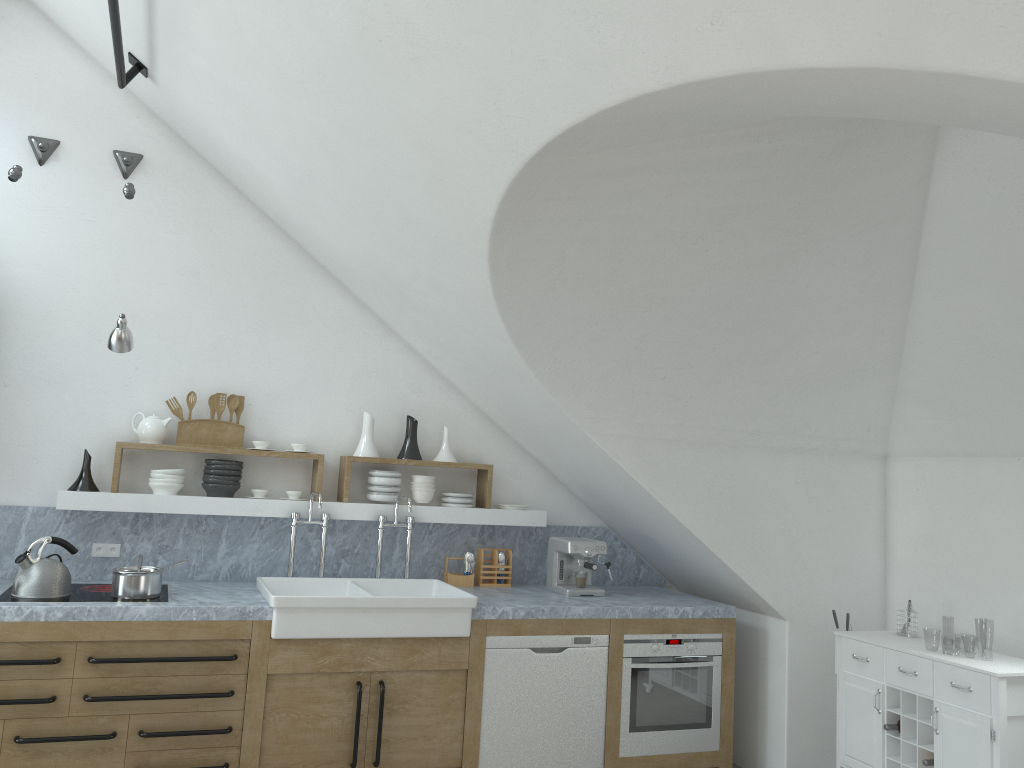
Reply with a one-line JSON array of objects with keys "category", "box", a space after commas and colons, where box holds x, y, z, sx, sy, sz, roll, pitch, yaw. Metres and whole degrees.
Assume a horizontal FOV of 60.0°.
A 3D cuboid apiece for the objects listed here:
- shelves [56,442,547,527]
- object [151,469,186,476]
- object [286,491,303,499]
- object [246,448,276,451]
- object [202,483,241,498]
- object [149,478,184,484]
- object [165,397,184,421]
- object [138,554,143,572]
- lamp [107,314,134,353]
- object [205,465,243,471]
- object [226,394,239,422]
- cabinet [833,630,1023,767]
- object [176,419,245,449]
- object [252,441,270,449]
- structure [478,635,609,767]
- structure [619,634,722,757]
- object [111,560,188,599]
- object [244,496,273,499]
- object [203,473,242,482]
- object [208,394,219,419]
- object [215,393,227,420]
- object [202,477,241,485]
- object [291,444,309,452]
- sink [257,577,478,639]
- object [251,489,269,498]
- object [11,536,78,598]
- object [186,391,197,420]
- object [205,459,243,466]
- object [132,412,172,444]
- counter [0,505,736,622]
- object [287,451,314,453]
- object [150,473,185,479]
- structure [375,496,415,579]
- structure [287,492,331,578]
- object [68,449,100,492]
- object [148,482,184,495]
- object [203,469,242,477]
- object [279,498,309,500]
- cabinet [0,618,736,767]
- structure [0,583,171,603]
[{"category": "shelves", "box": [-2.309, -0.044, 4.559, 5.542, 1.367, 0.479, 6, -8, -26]}, {"category": "object", "box": [-1.865, 0.493, 4.805, 0.181, 0.076, 0.180, 1, -7, 16]}, {"category": "object", "box": [-1.243, 0.636, 5.058, 0.098, 0.049, 0.098, 6, -7, -23]}, {"category": "object", "box": [-1.422, 0.374, 5.017, 0.164, 0.012, 0.163, 4, -6, -4]}, {"category": "object", "box": [-1.609, 0.588, 4.895, 0.205, 0.072, 0.205, 7, -7, -33]}, {"category": "object", "box": [-1.872, 0.545, 4.797, 0.181, 0.065, 0.180, 1, -6, 16]}, {"category": "object", "box": [-1.823, 0.201, 4.903, 0.199, 0.260, 0.016, 5, -8, -10]}, {"category": "object", "box": [-1.814, 0.920, 4.287, 0.051, 0.167, 0.235, 7, -7, -26]}, {"category": "lamp", "box": [-1.810, -0.229, 4.121, 0.112, 0.177, 0.168, 7, -8, -29]}, {"category": "object", "box": [-1.599, 0.488, 4.914, 0.205, 0.084, 0.205, 3, -6, 6]}, {"category": "object", "box": [-1.581, 0.207, 4.981, 0.067, 0.299, 0.039, 6, -8, -21]}, {"category": "cabinet", "box": [2.069, 1.695, 4.317, 0.496, 0.792, 1.131, 6, -7, -21]}, {"category": "object", "box": [-1.679, 0.276, 4.943, 0.353, 0.158, 0.084, 6, -8, -21]}, {"category": "object", "box": [-1.421, 0.351, 5.020, 0.098, 0.049, 0.098, 6, -7, -23]}, {"category": "structure", "box": [0.065, 1.746, 4.853, 0.723, 0.826, 0.597, 6, -8, -21]}, {"category": "structure", "box": [0.774, 1.719, 5.130, 0.631, 0.639, 0.629, 6, -7, -21]}, {"category": "object", "box": [-1.729, 0.951, 4.281, 0.393, 0.171, 0.232, 9, -9, -41]}, {"category": "object", "box": [-1.423, 0.642, 4.986, 0.164, 0.012, 0.163, 4, -6, -4]}, {"category": "object", "box": [-1.601, 0.534, 4.898, 0.205, 0.087, 0.204, 1, -7, 21]}, {"category": "object", "box": [-1.678, 0.198, 4.962, 0.061, 0.300, 0.040, 6, -8, -23]}, {"category": "object", "box": [-1.639, 0.200, 4.956, 0.057, 0.300, 0.019, 6, -8, -21]}, {"category": "object", "box": [-1.608, 0.562, 4.899, 0.205, 0.086, 0.204, 1, -7, 16]}, {"category": "object", "box": [-1.221, 0.370, 5.096, 0.098, 0.049, 0.098, 6, -7, -23]}, {"category": "sink", "box": [-0.777, 1.155, 4.605, 1.019, 0.203, 0.725, 6, -7, -21]}, {"category": "object", "box": [-1.421, 0.618, 4.989, 0.098, 0.049, 0.098, 6, -7, -23]}, {"category": "object", "box": [-2.169, 0.843, 4.115, 0.246, 0.269, 0.245, 5, -7, -11]}, {"category": "object", "box": [-1.789, 0.187, 4.921, 0.055, 0.300, 0.027, 6, -8, -21]}, {"category": "object", "box": [-1.600, 0.461, 4.919, 0.205, 0.080, 0.205, 5, -7, -18]}, {"category": "object", "box": [-1.964, 0.243, 4.826, 0.167, 0.169, 0.174, 8, -9, -37]}, {"category": "counter", "box": [-1.799, 0.782, 4.427, 6.568, 0.622, 0.959, 6, -7, -21]}, {"category": "object", "box": [-1.223, 0.393, 5.093, 0.164, 0.012, 0.163, 4, -6, -4]}, {"category": "object", "box": [-1.868, 0.522, 4.801, 0.181, 0.069, 0.180, 4, -6, -4]}, {"category": "structure", "box": [-0.601, 0.902, 5.005, 0.213, 0.532, 0.332, 10, -10, -40]}, {"category": "structure", "box": [-1.055, 0.859, 4.832, 0.213, 0.532, 0.332, 10, -10, -40]}, {"category": "object", "box": [-2.249, 0.454, 4.680, 0.155, 0.219, 0.156, 9, -9, -39]}, {"category": "object", "box": [-1.872, 0.567, 4.794, 0.181, 0.064, 0.180, 3, -6, 1]}, {"category": "object", "box": [-1.602, 0.513, 4.906, 0.205, 0.072, 0.205, 7, -7, -33]}, {"category": "object", "box": [-1.244, 0.659, 5.055, 0.164, 0.012, 0.163, 4, -6, -4]}, {"category": "cabinet", "box": [-1.905, 1.589, 4.270, 6.421, 1.026, 1.001, 6, -7, -21]}, {"category": "structure", "box": [-2.026, 1.017, 4.237, 0.736, 0.041, 0.646, 6, -6, -21]}]
